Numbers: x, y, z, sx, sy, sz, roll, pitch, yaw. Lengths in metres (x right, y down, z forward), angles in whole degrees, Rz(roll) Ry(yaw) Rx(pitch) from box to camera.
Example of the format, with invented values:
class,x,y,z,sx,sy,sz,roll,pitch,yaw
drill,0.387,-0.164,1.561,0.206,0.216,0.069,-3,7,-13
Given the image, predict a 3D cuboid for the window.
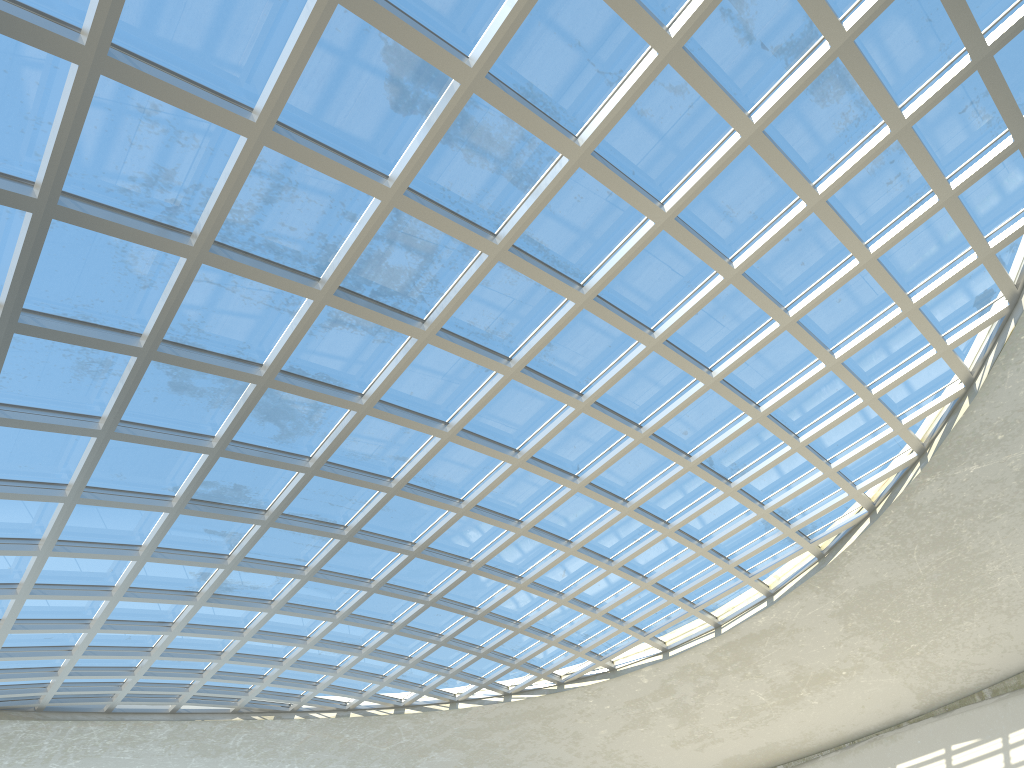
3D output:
class,x,y,z,sx,sy,sz,roll,pitch,yaw
window,-8.793,9.377,47.458,82.204,9.621,88.120,22,-47,-36
